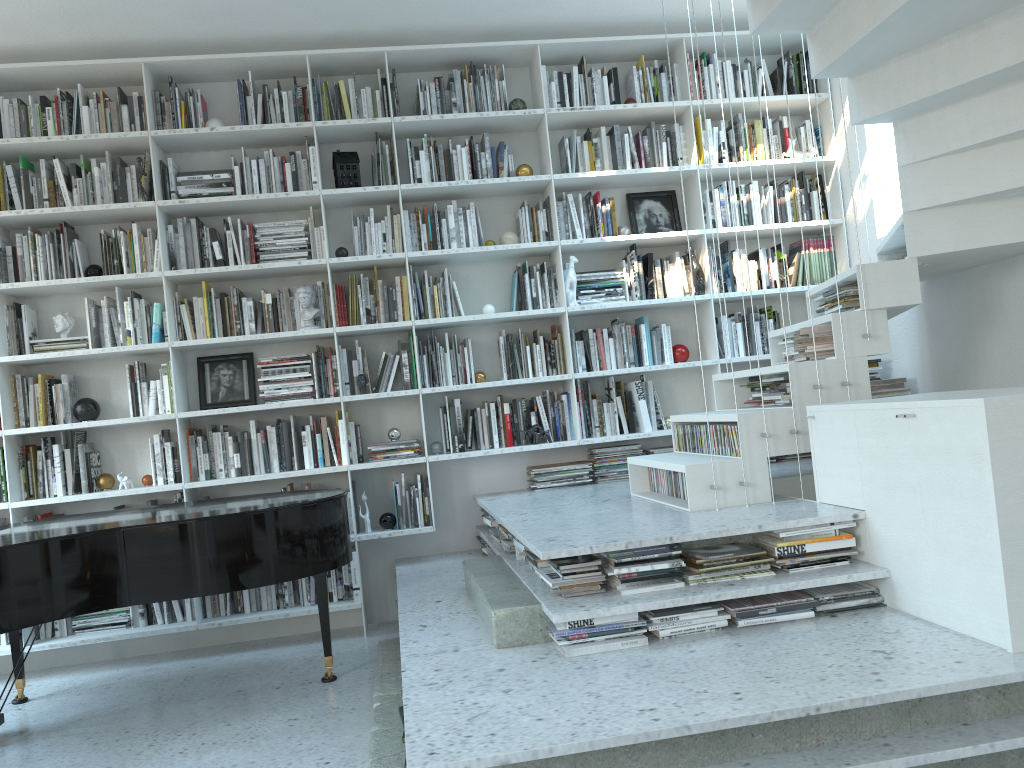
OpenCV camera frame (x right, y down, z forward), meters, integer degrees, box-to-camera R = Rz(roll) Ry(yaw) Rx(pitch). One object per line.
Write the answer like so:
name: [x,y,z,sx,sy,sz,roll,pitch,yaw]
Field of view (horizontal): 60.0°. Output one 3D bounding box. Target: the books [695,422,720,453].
books: [0.882,0.239,3.946,0.125,0.125,0.009,-6,-1,-8]

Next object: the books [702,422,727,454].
books: [0.895,0.235,3.855,0.125,0.125,0.008,-6,-1,-8]

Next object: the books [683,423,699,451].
books: [0.861,0.246,4.100,0.125,0.125,0.010,-6,-1,-8]

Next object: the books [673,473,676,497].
books: [0.764,0.423,3.851,0.125,0.125,0.008,-6,-1,-8]

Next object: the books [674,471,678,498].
books: [0.767,0.422,3.829,0.125,0.125,0.008,-6,-1,-8]

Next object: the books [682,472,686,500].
books: [0.782,0.417,3.728,0.125,0.125,0.011,-6,-1,-8]

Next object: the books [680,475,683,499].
books: [0.777,0.419,3.760,0.125,0.125,0.008,-6,-1,-8]

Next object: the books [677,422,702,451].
books: [0.848,0.250,4.187,0.125,0.125,0.008,-6,-1,-8]

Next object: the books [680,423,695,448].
books: [0.854,0.248,4.150,0.125,0.125,0.007,-6,-1,-8]

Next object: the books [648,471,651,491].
books: [0.712,0.440,4.224,0.125,0.125,0.007,-6,-1,-8]

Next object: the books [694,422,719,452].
books: [0.881,0.239,3.954,0.125,0.125,0.010,-6,-1,-8]

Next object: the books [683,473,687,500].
books: [0.784,0.417,3.712,0.125,0.125,0.008,-6,-1,-8]

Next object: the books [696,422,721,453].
books: [0.884,0.238,3.936,0.125,0.125,0.007,-6,-1,-8]

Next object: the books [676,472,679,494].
books: [0.771,0.421,3.807,0.125,0.125,0.008,-6,-1,-8]

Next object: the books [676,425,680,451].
books: [0.846,0.250,4.202,0.125,0.125,0.009,-6,-1,-8]

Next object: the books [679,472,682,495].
books: [0.776,0.419,3.767,0.125,0.125,0.008,-6,-1,-8]

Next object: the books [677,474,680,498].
books: [0.772,0.421,3.798,0.125,0.125,0.008,-6,-1,-8]

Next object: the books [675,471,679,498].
books: [0.770,0.421,3.814,0.125,0.125,0.007,-6,-1,-8]

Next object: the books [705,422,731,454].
books: [0.900,0.233,3.819,0.125,0.125,0.008,-6,-1,-8]

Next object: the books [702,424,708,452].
books: [0.894,0.235,3.863,0.125,0.125,0.008,-6,-1,-8]

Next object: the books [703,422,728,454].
books: [0.896,0.234,3.848,0.125,0.125,0.008,-6,-1,-8]

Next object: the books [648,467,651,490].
books: [0.713,0.440,4.216,0.125,0.125,0.008,-6,-1,-8]

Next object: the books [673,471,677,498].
books: [0.765,0.423,3.843,0.125,0.125,0.008,-6,-1,-8]

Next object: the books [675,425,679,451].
books: [0.844,0.251,4.216,0.125,0.125,0.007,-6,-1,-8]

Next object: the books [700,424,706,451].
books: [0.890,0.236,3.888,0.125,0.125,0.007,-6,-1,-8]

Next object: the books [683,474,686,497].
books: [0.783,0.417,3.719,0.125,0.125,0.008,-6,-1,-8]

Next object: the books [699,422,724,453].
books: [0.889,0.236,3.896,0.125,0.125,0.007,-6,-1,-8]

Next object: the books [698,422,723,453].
books: [0.888,0.237,3.904,0.125,0.125,0.010,-6,-1,-8]

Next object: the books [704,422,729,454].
books: [0.898,0.234,3.834,0.125,0.125,0.008,-6,-1,-8]

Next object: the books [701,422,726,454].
books: [0.892,0.235,3.873,0.125,0.125,0.010,-6,-1,-8]

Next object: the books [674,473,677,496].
books: [0.766,0.422,3.836,0.125,0.125,0.008,-6,-1,-8]

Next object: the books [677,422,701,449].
books: [0.847,0.250,4.194,0.125,0.125,0.007,-6,-1,-8]

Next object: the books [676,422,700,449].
books: [0.845,0.251,4.209,0.125,0.125,0.008,-6,-1,-8]

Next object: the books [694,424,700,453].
books: [0.880,0.240,3.965,0.125,0.125,0.012,-6,-1,-8]

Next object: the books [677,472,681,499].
books: [0.773,0.420,3.791,0.125,0.125,0.010,-6,-1,-8]

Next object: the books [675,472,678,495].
books: [0.768,0.422,3.822,0.125,0.125,0.008,-6,-1,-8]

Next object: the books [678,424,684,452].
books: [0.850,0.249,4.178,0.125,0.125,0.010,-6,-1,-8]

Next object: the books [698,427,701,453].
books: [0.886,0.237,3.916,0.125,0.125,0.014,-6,-1,-8]

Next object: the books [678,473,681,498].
books: [0.774,0.420,3.784,0.125,0.125,0.010,-6,-1,-8]

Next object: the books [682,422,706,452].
books: [0.857,0.247,4.127,0.125,0.125,0.008,-6,-1,-8]

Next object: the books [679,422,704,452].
books: [0.853,0.248,4.158,0.125,0.125,0.008,-6,-1,-8]

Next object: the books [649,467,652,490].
books: [0.716,0.439,4.200,0.125,0.125,0.010,-6,-1,-8]

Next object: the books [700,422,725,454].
books: [0.891,0.236,3.881,0.125,0.125,0.007,-6,-1,-8]

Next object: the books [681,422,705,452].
books: [0.855,0.248,4.143,0.125,0.125,0.007,-6,-1,-8]

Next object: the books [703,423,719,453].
books: [0.897,0.234,3.841,0.125,0.125,0.008,-6,-1,-8]

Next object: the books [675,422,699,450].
books: [0.843,0.251,4.224,0.125,0.125,0.008,-6,-1,-8]

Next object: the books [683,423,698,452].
books: [0.859,0.246,4.110,0.125,0.125,0.010,-6,-1,-8]

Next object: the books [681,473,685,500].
books: [0.779,0.418,3.745,0.125,0.125,0.008,-6,-1,-8]

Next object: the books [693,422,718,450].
books: [0.878,0.240,3.975,0.125,0.125,0.008,-6,-1,-8]

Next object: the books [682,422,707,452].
books: [0.858,0.247,4.120,0.125,0.125,0.008,-6,-1,-8]

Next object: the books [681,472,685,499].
books: [0.781,0.418,3.735,0.125,0.125,0.011,-6,-1,-8]

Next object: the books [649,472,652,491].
books: [0.714,0.439,4.209,0.125,0.125,0.008,-6,-1,-8]

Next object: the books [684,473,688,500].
books: [0.785,0.416,3.704,0.125,0.125,0.010,-6,-1,-8]

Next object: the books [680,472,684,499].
books: [0.778,0.419,3.753,0.125,0.125,0.007,-6,-1,-8]

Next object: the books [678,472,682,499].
books: [0.775,0.420,3.775,0.125,0.125,0.008,-6,-1,-8]

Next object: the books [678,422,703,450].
books: [0.851,0.249,4.169,0.125,0.125,0.012,-6,-1,-8]

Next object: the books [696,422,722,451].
books: [0.885,0.238,3.927,0.125,0.125,0.010,-6,-1,-8]

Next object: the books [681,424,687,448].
books: [0.856,0.247,4.135,0.125,0.125,0.007,-6,-1,-8]

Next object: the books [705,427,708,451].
books: [0.899,0.233,3.826,0.125,0.125,0.007,-6,-1,-8]
